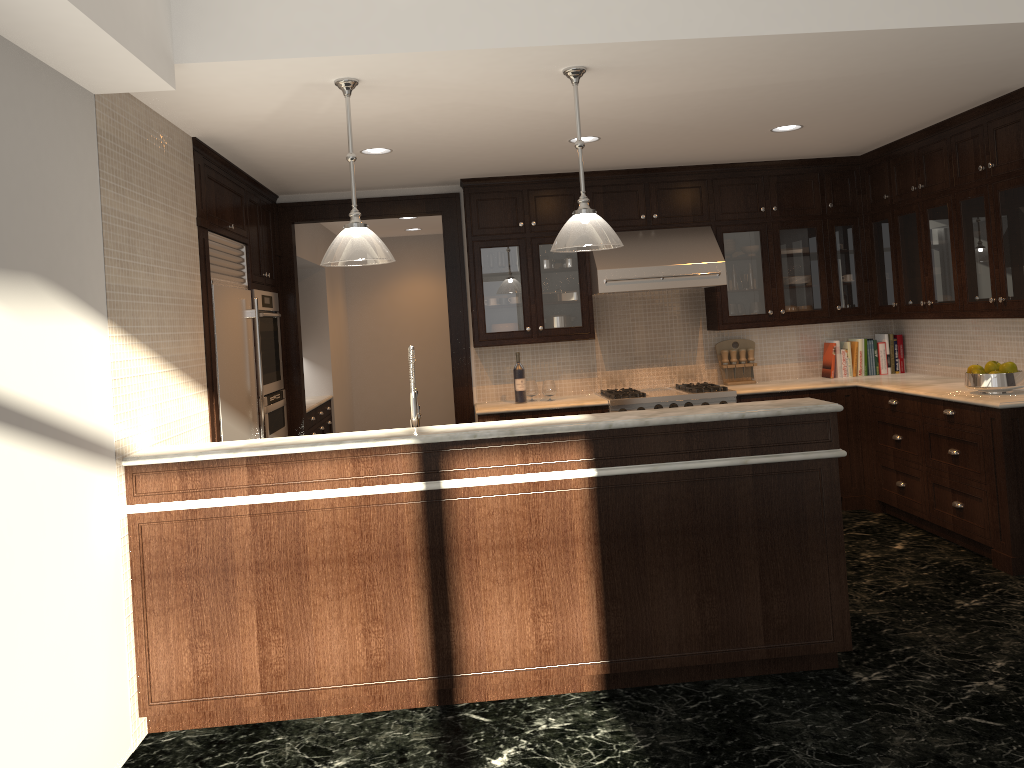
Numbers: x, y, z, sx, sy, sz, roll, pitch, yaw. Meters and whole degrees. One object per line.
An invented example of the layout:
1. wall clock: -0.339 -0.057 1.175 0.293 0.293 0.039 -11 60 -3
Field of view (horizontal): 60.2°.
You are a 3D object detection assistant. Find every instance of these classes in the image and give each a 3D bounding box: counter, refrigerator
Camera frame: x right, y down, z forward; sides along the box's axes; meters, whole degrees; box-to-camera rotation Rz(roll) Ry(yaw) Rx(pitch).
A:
1. counter: -0.106 0.348 4.004 2.869 0.032 1.055 -4 4 -4
2. counter: 1.456 0.116 5.754 3.368 0.032 2.318 -4 4 -3
3. refrigerator: -1.899 0.215 5.224 0.687 2.125 0.888 -4 0 -3
4. counter: -0.090 0.188 3.646 2.854 0.032 0.328 -4 4 -4
5. counter: -2.059 0.212 7.748 0.709 0.032 1.858 -4 4 -3

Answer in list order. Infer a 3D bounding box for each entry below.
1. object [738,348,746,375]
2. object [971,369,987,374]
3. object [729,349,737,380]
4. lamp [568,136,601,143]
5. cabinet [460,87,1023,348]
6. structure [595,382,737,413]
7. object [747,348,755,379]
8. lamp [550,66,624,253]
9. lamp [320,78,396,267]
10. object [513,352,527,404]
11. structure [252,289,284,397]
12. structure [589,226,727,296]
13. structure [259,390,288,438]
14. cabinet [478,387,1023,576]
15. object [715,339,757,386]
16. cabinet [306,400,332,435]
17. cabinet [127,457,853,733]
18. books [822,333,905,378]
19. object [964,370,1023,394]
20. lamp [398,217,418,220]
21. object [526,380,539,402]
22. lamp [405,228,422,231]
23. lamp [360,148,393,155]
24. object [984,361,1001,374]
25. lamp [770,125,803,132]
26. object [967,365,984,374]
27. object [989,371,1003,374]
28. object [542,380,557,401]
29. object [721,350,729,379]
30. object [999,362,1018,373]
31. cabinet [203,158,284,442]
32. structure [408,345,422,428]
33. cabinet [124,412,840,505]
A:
1. object: 1.787 -0.162 6.829 0.061 0.226 0.061 -3 -1 -34
2. object: 2.726 -0.041 5.151 0.100 0.097 0.091 -4 1 14
3. object: 1.716 -0.151 6.824 0.061 0.238 0.061 -3 -1 -34
4. lamp: 0.438 -1.555 5.389 0.198 0.137 0.197 -6 3 -38
5. cabinet: 1.385 -0.958 5.783 3.367 1.257 2.310 -4 3 -3
6. structure: 1.142 0.452 6.537 0.906 0.839 0.719 -4 1 -3
7. object: 1.854 -0.161 6.833 0.061 0.238 0.061 -3 -1 -40
8. lamp: 0.298 -0.977 3.834 0.317 0.785 0.317 -4 -1 11
9. lamp: -0.682 -0.906 3.773 0.317 0.785 0.317 -4 -1 11
10. object: 0.055 -0.048 6.503 0.094 0.378 0.095 -4 -1 12
11. structure: -1.940 -0.275 6.116 0.614 0.702 0.758 -4 2 -3
12. structure: 1.047 -0.937 6.594 0.931 0.478 0.640 -4 2 -3
13. structure: -1.947 0.284 6.100 0.665 0.389 0.763 -4 3 -3
14. cabinet: 1.487 0.573 5.744 3.368 0.882 2.318 -4 3 -3
15. object: 1.750 -0.173 6.837 0.316 0.350 0.110 -4 -1 -4
16. cabinet: -1.705 0.579 7.760 0.057 0.746 1.793 -4 3 -3
17. cabinet: -0.073 0.789 3.998 2.847 0.915 1.026 -4 2 -4
18. books: 2.727 -0.223 6.892 0.603 0.312 0.194 -4 0 -4
19. object: 2.815 -0.011 5.149 0.318 0.122 0.318 -4 3 -10
20. lamp: -1.023 -1.689 8.636 0.197 0.137 0.198 -4 2 2
21. object: 0.145 0.052 6.608 0.112 0.151 0.112 -4 1 -11
22. lamp: -1.088 -1.761 9.701 0.198 0.137 0.197 -5 3 -28
23. lamp: -0.821 -1.463 5.310 0.197 0.137 0.198 -4 2 2
24. object: 2.800 -0.086 5.134 0.091 0.100 0.095 -4 1 -27
25. lamp: 1.696 -1.647 5.467 0.197 0.137 0.198 -2 3 32
26. object: 2.745 -0.066 5.224 0.093 0.099 0.090 -5 1 -36
27. object: 2.781 -0.029 5.065 0.091 0.097 0.092 -3 1 26
28. object: 0.277 0.049 6.529 0.112 0.151 0.112 -4 1 -11
29. object: 1.650 -0.151 6.819 0.061 0.229 0.061 -4 -1 -22
30. object: 2.842 -0.079 5.055 0.091 0.098 0.092 -5 1 -33
31. cabinet: -1.936 -0.060 5.641 0.757 2.426 1.842 -4 1 -3
32. structure: -0.444 0.088 4.028 0.051 0.531 0.243 -4 0 -4
33. cabinet: -0.094 0.281 3.644 2.836 0.153 0.293 -4 3 -4
